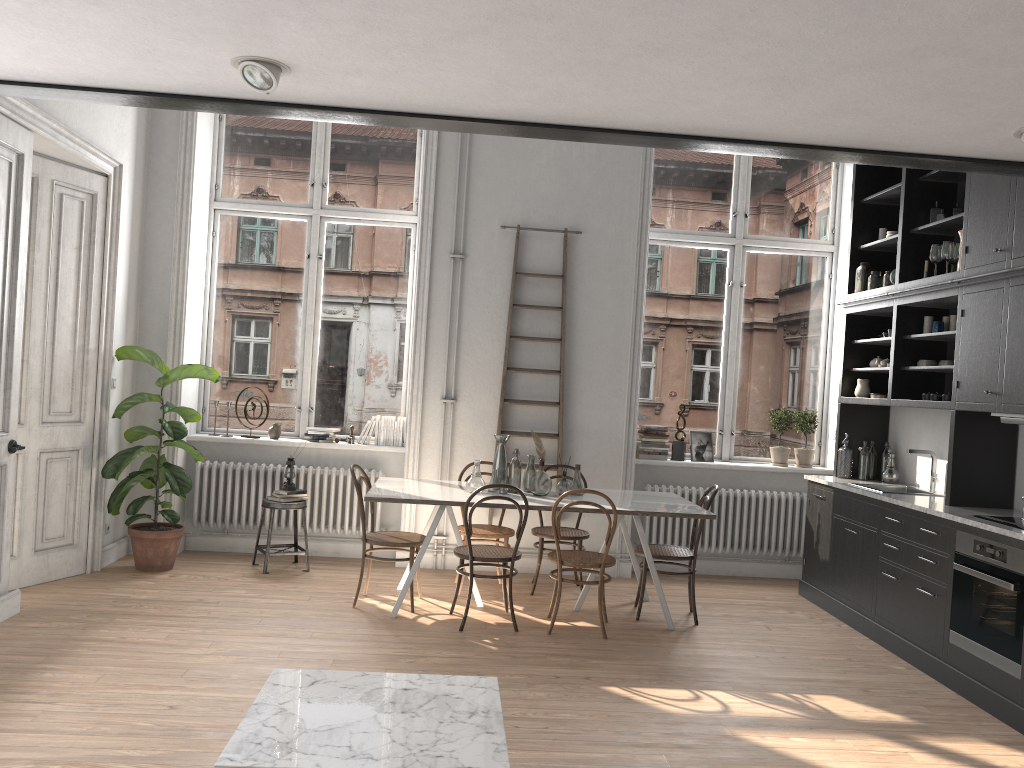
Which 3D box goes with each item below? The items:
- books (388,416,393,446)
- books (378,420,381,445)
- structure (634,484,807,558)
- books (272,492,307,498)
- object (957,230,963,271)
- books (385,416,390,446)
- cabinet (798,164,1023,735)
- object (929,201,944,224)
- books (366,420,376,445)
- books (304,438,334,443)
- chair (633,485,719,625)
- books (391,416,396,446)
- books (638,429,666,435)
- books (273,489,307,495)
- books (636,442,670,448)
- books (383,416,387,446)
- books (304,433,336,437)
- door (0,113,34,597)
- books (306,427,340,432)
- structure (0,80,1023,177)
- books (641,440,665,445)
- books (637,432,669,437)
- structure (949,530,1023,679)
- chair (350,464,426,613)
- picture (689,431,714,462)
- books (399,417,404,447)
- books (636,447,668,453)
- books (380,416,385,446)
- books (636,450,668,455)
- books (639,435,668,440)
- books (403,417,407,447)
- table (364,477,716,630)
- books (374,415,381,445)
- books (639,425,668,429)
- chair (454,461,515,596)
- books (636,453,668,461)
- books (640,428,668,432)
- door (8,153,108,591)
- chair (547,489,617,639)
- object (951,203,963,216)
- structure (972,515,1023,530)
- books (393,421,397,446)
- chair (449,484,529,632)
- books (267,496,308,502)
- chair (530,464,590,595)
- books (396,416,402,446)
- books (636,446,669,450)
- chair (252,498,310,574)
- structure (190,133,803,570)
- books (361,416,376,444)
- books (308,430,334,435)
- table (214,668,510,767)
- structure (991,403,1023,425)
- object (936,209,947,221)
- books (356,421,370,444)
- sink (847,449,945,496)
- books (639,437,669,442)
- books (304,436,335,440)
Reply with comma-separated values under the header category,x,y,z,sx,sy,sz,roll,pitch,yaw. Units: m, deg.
category,x,y,z,sx,sy,sz,roll,pitch,yaw
books,-1.022,0.394,7.480,0.024,0.243,0.175,3,0,-4
books,-1.107,0.408,7.455,0.020,0.205,0.155,3,0,-4
structure,1.833,1.153,7.484,1.577,0.552,0.194,3,1,-4
books,-1.718,0.855,6.858,0.232,0.029,0.162,3,0,-33
object,2.808,-0.819,5.497,0.094,0.267,0.116,4,1,38
books,-1.043,0.393,7.474,0.019,0.244,0.174,3,0,-4
cabinet,2.773,-0.098,5.405,0.635,3.583,3.250,3,0,-4
object,2.911,-1.157,6.081,0.084,0.199,0.065,4,1,18
books,-1.181,0.404,7.450,0.072,0.203,0.155,3,0,-4
books,-1.612,0.469,7.411,0.147,0.023,0.221,3,0,-45
chair,1.107,1.133,6.074,0.549,0.921,0.438,4,0,9
books,-1.000,0.395,7.460,0.019,0.244,0.174,3,0,-4
books,1.200,0.412,7.591,0.231,0.023,0.162,4,0,12
books,-1.715,0.833,6.858,0.147,0.027,0.221,4,0,28
books,1.202,0.524,7.596,0.245,0.028,0.193,3,0,-9
books,-1.062,0.391,7.456,0.019,0.244,0.174,3,0,-4
books,-1.600,0.425,7.407,0.221,0.023,0.147,4,0,12
door,-2.868,-0.059,4.637,0.216,2.814,1.097,3,1,-2
books,-1.577,0.380,7.416,0.243,0.019,0.174,3,0,6
structure,0.471,-1.497,1.246,5.927,1.213,4.157,3,0,-4
books,1.208,0.499,7.592,0.205,0.022,0.155,4,0,10
books,1.207,0.433,7.592,0.244,0.019,0.174,3,0,-4
structure,2.740,1.138,4.630,0.618,0.623,0.622,3,0,-4
chair,-0.835,1.015,5.969,0.549,0.921,0.438,4,0,5
picture,1.619,0.542,7.666,0.221,0.264,0.149,3,0,-20
books,-0.929,0.400,7.467,0.024,0.243,0.175,3,0,-4
books,1.192,0.563,7.580,0.249,0.023,0.175,3,0,-3
books,-1.083,0.390,7.445,0.024,0.243,0.175,3,0,-4
books,1.190,0.586,7.580,0.249,0.023,0.175,3,0,-8
books,1.211,0.454,7.592,0.205,0.022,0.155,3,0,-9
books,-0.898,0.401,7.467,0.040,0.244,0.174,3,0,-4
table,0.131,1.143,6.057,2.200,0.780,1.100,3,0,-4
books,-1.133,0.387,7.473,0.024,0.243,0.175,3,0,-4
books,1.210,0.369,7.600,0.201,0.024,0.159,3,0,-14
chair,-0.201,1.053,6.542,0.438,0.921,0.549,3,0,-6
books,1.186,0.619,7.581,0.248,0.043,0.192,3,0,-4
books,1.215,0.391,7.592,0.205,0.020,0.155,3,0,-4
door,-3.109,-0.075,5.786,0.216,2.814,1.097,4,1,21
chair,0.438,1.093,5.606,0.438,0.921,0.549,4,0,7
object,3.024,-1.138,6.028,0.065,0.177,0.084,4,1,18
structure,2.771,0.744,4.627,0.427,0.011,0.592,3,0,-4
books,-0.978,0.415,7.463,0.020,0.205,0.155,3,0,-4
chair,-0.147,1.057,5.604,0.438,0.921,0.549,3,0,-8
books,-1.731,0.881,6.854,0.194,0.034,0.246,4,0,37
chair,0.364,1.087,6.659,0.438,0.921,0.549,4,0,3
books,-0.956,0.398,7.485,0.024,0.243,0.175,3,0,-4
books,1.202,0.545,7.595,0.255,0.014,0.192,3,0,-1
chair,-1.763,1.154,6.823,0.364,0.523,0.360,3,0,-30
structure,0.109,-0.709,7.273,5.182,4.474,0.340,3,1,-4
books,-1.204,0.386,7.447,0.100,0.235,0.174,3,0,-4
books,-1.596,0.404,7.395,0.205,0.020,0.155,3,0,-14
table,-0.464,1.303,2.974,0.849,0.392,0.849,3,0,-4
structure,2.936,0.169,4.636,0.379,0.123,0.843,3,0,-4
object,2.903,-1.119,5.993,0.041,0.125,0.053,3,1,-37
books,-1.245,0.403,7.449,0.105,0.194,0.155,3,0,-5
sink,2.704,0.704,6.177,0.514,0.505,0.526,3,0,-4
books,1.213,0.476,7.598,0.222,0.024,0.158,3,0,-4
books,-1.604,0.447,7.408,0.205,0.022,0.155,4,0,16
